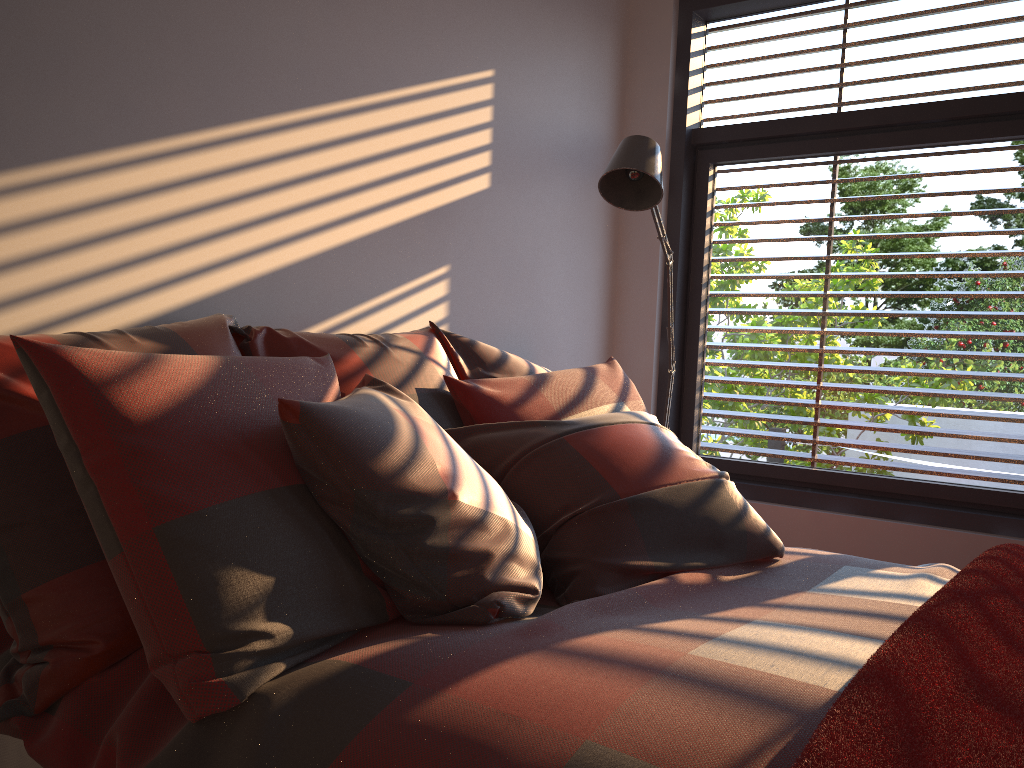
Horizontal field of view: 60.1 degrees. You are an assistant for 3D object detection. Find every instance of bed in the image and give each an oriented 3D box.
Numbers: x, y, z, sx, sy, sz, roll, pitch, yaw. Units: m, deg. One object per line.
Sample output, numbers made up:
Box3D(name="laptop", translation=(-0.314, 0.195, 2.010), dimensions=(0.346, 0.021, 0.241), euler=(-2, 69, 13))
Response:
Box3D(name="bed", translation=(0.436, 0.546, 1.698), dimensions=(2.307, 0.774, 2.032), euler=(4, 4, 35))

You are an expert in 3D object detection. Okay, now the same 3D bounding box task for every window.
Box3D(name="window", translation=(1.740, -0.467, 2.885), dimensions=(2.630, 1.950, 0.170), euler=(5, 7, 35))

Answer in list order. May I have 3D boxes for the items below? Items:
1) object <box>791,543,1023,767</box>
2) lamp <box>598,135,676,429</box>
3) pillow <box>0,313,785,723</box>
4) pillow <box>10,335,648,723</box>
Box3D(name="object", translation=(0.955, 0.655, 1.300), dimensions=(0.681, 0.663, 2.640), euler=(5, 4, 36))
Box3D(name="lamp", translation=(0.439, -0.183, 2.946), dimensions=(0.279, 1.133, 0.786), euler=(5, 6, 27))
Box3D(name="pillow", translation=(-0.046, 0.222, 2.026), dimensions=(1.141, 0.737, 2.137), euler=(5, 4, 34))
Box3D(name="pillow", translation=(-0.119, 0.193, 1.978), dimensions=(0.526, 0.554, 1.811), euler=(6, 5, 36))
